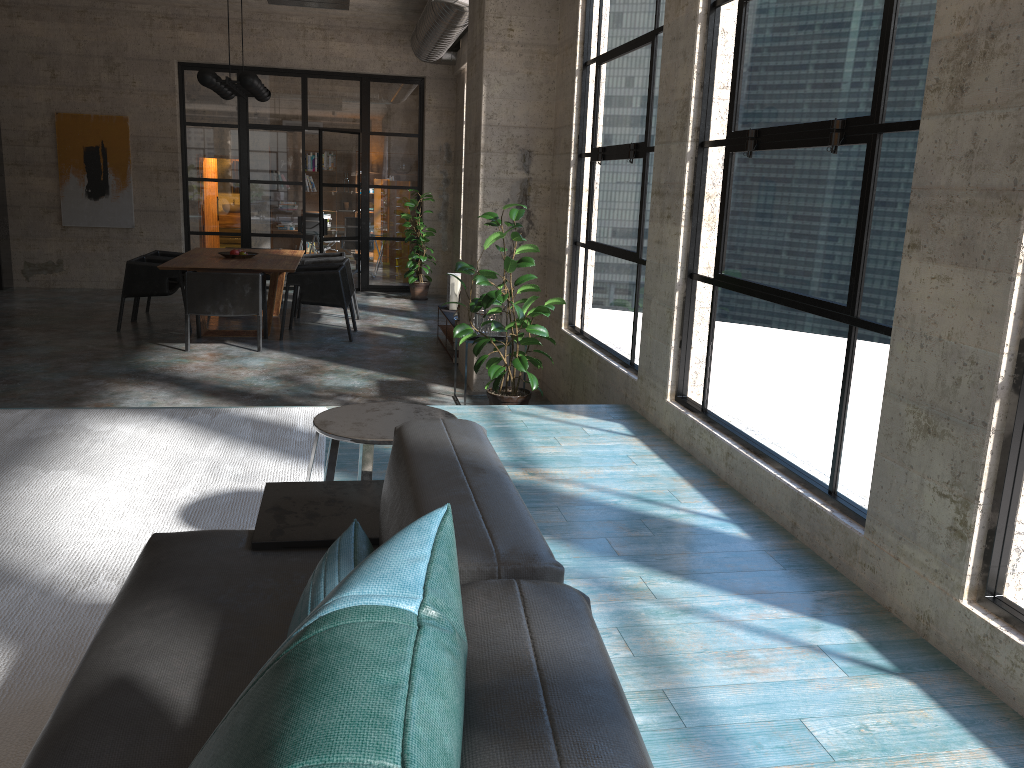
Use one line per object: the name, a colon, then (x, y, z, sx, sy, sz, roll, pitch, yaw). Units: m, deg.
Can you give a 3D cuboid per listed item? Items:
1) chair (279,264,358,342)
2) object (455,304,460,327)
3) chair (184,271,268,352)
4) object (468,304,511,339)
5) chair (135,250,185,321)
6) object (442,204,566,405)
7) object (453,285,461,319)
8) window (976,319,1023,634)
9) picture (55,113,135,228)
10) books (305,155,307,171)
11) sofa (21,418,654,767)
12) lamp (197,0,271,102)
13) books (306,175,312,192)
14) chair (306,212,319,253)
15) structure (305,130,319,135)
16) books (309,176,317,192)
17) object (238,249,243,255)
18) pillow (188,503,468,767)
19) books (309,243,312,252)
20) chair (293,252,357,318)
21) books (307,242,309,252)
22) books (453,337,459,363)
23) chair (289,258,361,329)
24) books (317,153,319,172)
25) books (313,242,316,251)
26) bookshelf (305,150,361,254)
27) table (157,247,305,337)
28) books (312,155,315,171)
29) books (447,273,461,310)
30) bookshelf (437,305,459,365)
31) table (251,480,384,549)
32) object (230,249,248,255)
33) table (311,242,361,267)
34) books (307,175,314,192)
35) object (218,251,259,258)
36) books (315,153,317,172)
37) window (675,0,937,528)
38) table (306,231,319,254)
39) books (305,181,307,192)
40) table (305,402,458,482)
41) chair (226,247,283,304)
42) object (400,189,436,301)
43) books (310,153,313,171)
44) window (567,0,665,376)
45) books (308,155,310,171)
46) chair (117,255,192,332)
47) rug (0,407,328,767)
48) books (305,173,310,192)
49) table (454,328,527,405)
chair: (-2.044, -0.879, 9.429, 0.754, 0.738, 0.707, 1, 13, -6)
object: (-0.411, -0.723, 8.373, 0.248, 0.333, 0.415, 8, 14, 24)
chair: (-2.793, -0.747, 8.703, 0.707, 0.738, 0.754, 0, 13, -11)
object: (-0.184, -0.497, 6.612, 0.327, 0.253, 0.546, 0, 13, -11)
chair: (-3.935, -1.148, 10.274, 0.754, 0.738, 0.707, 0, 13, -11)
object: (-0.037, -0.441, 6.040, 0.886, 1.552, 0.514, -3, 14, -24)
object: (-0.474, -0.869, 8.937, 0.199, 0.365, 0.703, 2, 13, 0)
window: (1.481, -0.449, 1.257, 0.081, 2.530, 1.780, 0, 13, -11)
picture: (-5.688, -2.902, 12.113, 0.928, 1.494, 0.029, 0, 13, -11)
books: (-4.325, -4.625, 18.570, 0.055, 0.326, 0.255, 0, 13, -11)
sofa: (-0.243, 0.586, 1.273, 1.019, 0.680, 2.063, 0, 13, -11)
lamp: (-2.890, -3.712, 9.278, 0.583, 1.327, 1.813, 0, 13, -11)
books: (-4.262, -4.217, 18.666, 0.125, 0.345, 0.272, 0, 13, -11)
chair: (-3.612, -2.669, 16.464, 0.653, 1.015, 0.684, 8, 14, 22)
structure: (-4.401, -5.346, 18.543, 0.812, 0.218, 0.200, 0, 13, -11)
books: (-4.193, -4.207, 18.676, 0.158, 0.326, 0.255, 0, 13, -11)
object: (-2.995, -1.452, 9.811, 0.088, 0.082, 0.110, 9, 14, 28)
pillow: (-0.227, 0.367, 1.088, 0.349, 0.466, 1.042, 2, 13, -1)
books: (-4.297, -2.988, 18.937, 0.055, 0.326, 0.255, 0, 13, -11)
chair: (-2.316, -1.244, 11.002, 0.754, 0.738, 0.707, 0, 13, -11)
books: (-4.353, -2.988, 18.933, 0.057, 0.327, 0.255, 0, 13, -11)
books: (-0.416, -0.361, 8.450, 0.274, 0.263, 0.393, 2, 13, -1)
chair: (-2.151, -1.067, 10.248, 0.754, 0.738, 0.707, 1, 13, -6)
books: (-4.071, -4.650, 18.602, 0.036, 0.379, 0.244, 0, 13, -11)
books: (-4.238, -3.019, 18.964, 0.079, 0.381, 0.244, 0, 13, -11)
bookshelf: (-3.582, -3.806, 18.872, 3.034, 2.179, 0.366, 0, 13, -11)
table: (-3.016, -1.032, 9.885, 1.299, 0.756, 2.410, 0, 13, -11)
books: (-4.157, -4.625, 18.602, 0.055, 0.326, 0.255, 0, 13, -11)
books: (-0.582, -0.986, 9.444, 0.191, 0.362, 0.277, 0, 13, -11)
bookshelf: (-0.493, -0.508, 8.953, 0.350, 0.347, 1.600, 0, 13, -11)
table: (-0.435, 0.504, 2.305, 0.420, 0.390, 0.413, 0, 13, -11)
object: (-3.000, -1.441, 9.739, 0.100, 0.097, 0.219, 10, 15, 32)
table: (-3.353, -2.676, 17.214, 1.800, 0.721, 0.800, 0, 13, -11)
books: (-4.243, -4.219, 18.679, 0.125, 0.345, 0.272, 0, 13, -11)
object: (-3.014, -1.433, 9.762, 0.435, 0.079, 0.435, 8, 14, 25)
books: (-4.106, -4.647, 18.586, 0.036, 0.379, 0.244, 0, 13, -11)
window: (1.067, -0.950, 3.405, 0.081, 2.530, 1.780, 0, 13, -11)
table: (-2.798, -2.256, 15.450, 1.800, 0.721, 0.800, 0, 13, -11)
books: (-4.354, -4.236, 18.658, 0.101, 0.380, 0.244, 0, 13, -11)
table: (-0.404, 0.342, 2.817, 0.620, 0.472, 0.620, 1, 13, -8)
chair: (-3.285, -1.332, 11.214, 0.707, 0.738, 0.754, 0, 13, -11)
object: (-1.335, -1.973, 12.611, 0.514, 1.552, 0.886, -1, 13, -14)
books: (-4.199, -4.648, 18.573, 0.036, 0.379, 0.244, 0, 13, -11)
window: (0.653, -1.450, 5.553, 0.081, 2.530, 1.780, 0, 13, -11)
books: (-4.246, -4.621, 18.567, 0.055, 0.326, 0.255, 0, 13, -11)
chair: (-3.808, -0.985, 9.570, 0.754, 0.738, 0.707, 0, 13, -11)
rug: (-1.722, 0.985, 0.758, 2.954, 0.032, 7.768, 0, 13, -11)
books: (-4.312, -4.231, 18.643, 0.103, 0.379, 0.244, 0, 13, -11)
table: (-0.176, -0.109, 6.750, 0.450, 0.563, 0.600, 0, 13, -11)
